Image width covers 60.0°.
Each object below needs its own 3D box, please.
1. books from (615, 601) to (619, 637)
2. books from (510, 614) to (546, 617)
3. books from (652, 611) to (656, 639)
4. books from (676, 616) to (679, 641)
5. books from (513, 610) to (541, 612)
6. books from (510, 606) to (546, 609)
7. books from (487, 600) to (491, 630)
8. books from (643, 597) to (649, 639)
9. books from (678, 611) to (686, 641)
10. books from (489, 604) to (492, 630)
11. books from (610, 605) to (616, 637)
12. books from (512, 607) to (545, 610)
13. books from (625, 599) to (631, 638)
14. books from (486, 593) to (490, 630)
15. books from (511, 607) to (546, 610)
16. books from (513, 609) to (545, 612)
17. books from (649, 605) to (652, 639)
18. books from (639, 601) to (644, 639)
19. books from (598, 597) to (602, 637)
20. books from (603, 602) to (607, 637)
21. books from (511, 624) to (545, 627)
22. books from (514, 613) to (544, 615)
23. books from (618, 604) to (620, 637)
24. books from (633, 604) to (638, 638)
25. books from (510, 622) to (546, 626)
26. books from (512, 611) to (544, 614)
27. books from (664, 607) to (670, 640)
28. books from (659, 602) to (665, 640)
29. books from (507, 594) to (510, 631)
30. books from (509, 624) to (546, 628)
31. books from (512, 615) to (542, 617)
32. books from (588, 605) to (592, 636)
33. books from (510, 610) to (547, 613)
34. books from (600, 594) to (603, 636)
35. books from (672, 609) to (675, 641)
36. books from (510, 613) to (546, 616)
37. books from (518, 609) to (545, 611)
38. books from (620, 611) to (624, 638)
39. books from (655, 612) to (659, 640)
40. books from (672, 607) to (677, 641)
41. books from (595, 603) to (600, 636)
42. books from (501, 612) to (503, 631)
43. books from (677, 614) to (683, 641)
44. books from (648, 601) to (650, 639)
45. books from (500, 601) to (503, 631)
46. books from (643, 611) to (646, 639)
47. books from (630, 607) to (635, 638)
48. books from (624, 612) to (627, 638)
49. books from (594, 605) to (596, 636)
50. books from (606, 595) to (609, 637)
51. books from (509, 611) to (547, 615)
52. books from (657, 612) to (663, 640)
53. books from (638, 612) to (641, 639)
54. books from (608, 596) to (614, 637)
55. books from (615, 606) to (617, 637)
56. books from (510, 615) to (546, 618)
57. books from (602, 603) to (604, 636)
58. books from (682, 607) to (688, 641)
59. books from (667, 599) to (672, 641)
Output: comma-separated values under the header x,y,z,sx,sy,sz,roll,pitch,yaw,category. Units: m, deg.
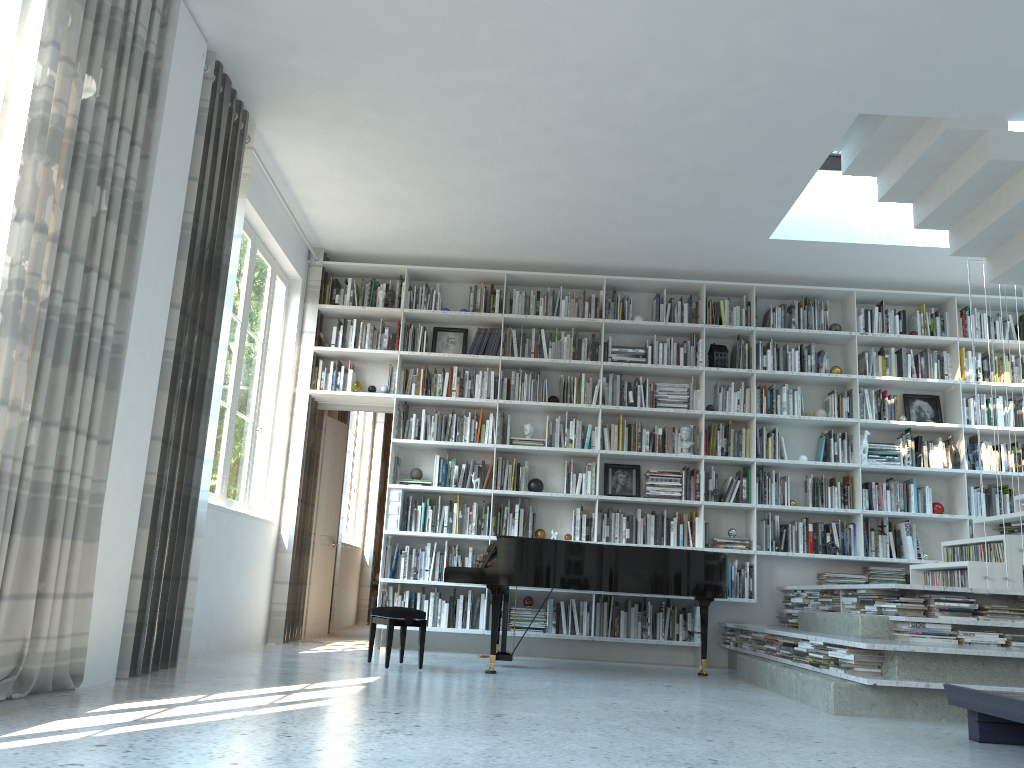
x,y,z,sx,sy,sz,roll,pitch,yaw,category
0.835,1.873,7.069,0.012,0.275,0.155,3,-13,1,books
0.126,1.844,7.073,0.285,0.005,0.160,3,-13,2,books
1.123,1.920,7.061,0.040,0.212,0.129,3,-13,1,books
1.301,1.937,7.043,0.024,0.191,0.155,3,-13,1,books
0.131,1.810,7.072,0.254,0.005,0.161,4,-13,-4,books
0.132,1.784,7.077,0.285,0.005,0.160,2,-13,6,books
-0.183,1.842,7.080,0.012,0.230,0.138,3,-13,1,books
1.062,1.851,7.050,0.014,0.335,0.183,3,-13,1,books
1.350,1.922,7.048,0.028,0.227,0.162,3,-13,1,books
-0.166,1.858,7.072,0.025,0.197,0.160,3,-13,1,books
0.805,1.886,7.065,0.022,0.246,0.144,3,-13,1,books
0.132,1.791,7.085,0.254,0.005,0.161,3,-13,2,books
0.923,1.868,7.064,0.026,0.293,0.155,3,-13,1,books
-0.193,1.814,7.083,0.012,0.284,0.160,3,-13,1,books
0.132,1.797,7.086,0.285,0.005,0.160,3,-13,1,books
0.131,1.807,7.083,0.254,0.005,0.161,3,-13,1,books
1.093,1.893,7.058,0.024,0.261,0.132,3,-13,1,books
1.025,1.875,7.049,0.013,0.284,0.185,3,-13,1,books
0.694,1.849,7.052,0.014,0.300,0.185,3,-13,1,books
0.736,1.874,7.067,0.025,0.263,0.145,3,-13,1,books
0.125,1.918,7.050,0.254,0.007,0.161,4,-13,-3,books
0.127,1.833,7.078,0.254,0.005,0.161,3,-13,1,books
0.846,1.884,7.066,0.012,0.254,0.151,3,-13,1,books
0.980,1.888,7.062,0.028,0.260,0.133,3,-13,1,books
0.126,1.912,7.056,0.285,0.007,0.160,3,-13,3,books
0.130,1.821,7.071,0.254,0.005,0.161,2,-13,5,books
1.217,1.898,7.028,0.044,0.250,0.187,3,-13,1,books
1.190,1.879,7.043,0.011,0.292,0.184,3,-13,1,books
-0.035,1.823,7.079,0.027,0.281,0.129,3,-13,1,books
0.125,1.924,7.046,0.285,0.007,0.160,2,-13,6,books
0.126,1.849,7.072,0.254,0.005,0.161,3,-13,0,books
0.618,1.882,7.073,0.021,0.237,0.116,3,-13,1,books
0.131,1.816,7.074,0.285,0.005,0.160,4,-13,-2,books
0.709,1.834,7.073,0.014,0.339,0.140,3,-13,1,books
1.265,1.913,7.054,0.028,0.238,0.140,3,-13,1,books
0.126,1.838,7.075,0.285,0.005,0.160,3,-13,0,books
0.131,1.802,7.085,0.254,0.005,0.161,3,-13,1,books
0.864,1.903,7.037,0.028,0.206,0.175,3,-13,1,books
1.148,1.918,7.028,0.010,0.205,0.180,3,-13,1,books
1.285,1.901,7.041,0.011,0.257,0.172,3,-13,1,books
0.673,1.869,7.047,0.026,0.255,0.184,3,-13,1,books
-0.063,1.849,7.073,0.027,0.226,0.139,3,-13,1,books
1.324,1.929,7.034,0.022,0.204,0.191,3,-13,1,books
1.075,1.875,7.046,0.014,0.287,0.185,3,-13,1,books
-0.088,1.843,7.065,0.023,0.231,0.164,3,-13,1,books
1.041,1.912,7.045,0.022,0.212,0.167,3,-13,1,books
0.950,1.899,7.060,0.030,0.234,0.138,3,-13,1,books
0.893,1.916,7.065,0.030,0.196,0.143,3,-13,1,books
0.655,1.883,7.069,0.010,0.237,0.134,3,-13,1,books
0.756,1.837,7.064,0.012,0.336,0.144,3,-13,1,books
0.127,1.826,7.070,0.285,0.005,0.160,4,-13,-3,books
1.168,1.918,7.033,0.029,0.209,0.171,3,-13,1,books
1.004,1.917,7.053,0.024,0.203,0.145,3,-13,1,books
0.778,1.851,7.062,0.034,0.310,0.170,3,-13,1,books
0.822,1.890,7.060,0.012,0.238,0.129,3,-13,1,books
0.125,1.854,7.069,0.285,0.005,0.160,3,-13,-1,books
0.719,1.877,7.076,0.010,0.258,0.131,3,-13,1,books
1.371,1.908,7.042,0.013,0.255,0.177,3,-13,1,books
1.247,1.869,7.039,0.013,0.316,0.187,3,-13,1,books
